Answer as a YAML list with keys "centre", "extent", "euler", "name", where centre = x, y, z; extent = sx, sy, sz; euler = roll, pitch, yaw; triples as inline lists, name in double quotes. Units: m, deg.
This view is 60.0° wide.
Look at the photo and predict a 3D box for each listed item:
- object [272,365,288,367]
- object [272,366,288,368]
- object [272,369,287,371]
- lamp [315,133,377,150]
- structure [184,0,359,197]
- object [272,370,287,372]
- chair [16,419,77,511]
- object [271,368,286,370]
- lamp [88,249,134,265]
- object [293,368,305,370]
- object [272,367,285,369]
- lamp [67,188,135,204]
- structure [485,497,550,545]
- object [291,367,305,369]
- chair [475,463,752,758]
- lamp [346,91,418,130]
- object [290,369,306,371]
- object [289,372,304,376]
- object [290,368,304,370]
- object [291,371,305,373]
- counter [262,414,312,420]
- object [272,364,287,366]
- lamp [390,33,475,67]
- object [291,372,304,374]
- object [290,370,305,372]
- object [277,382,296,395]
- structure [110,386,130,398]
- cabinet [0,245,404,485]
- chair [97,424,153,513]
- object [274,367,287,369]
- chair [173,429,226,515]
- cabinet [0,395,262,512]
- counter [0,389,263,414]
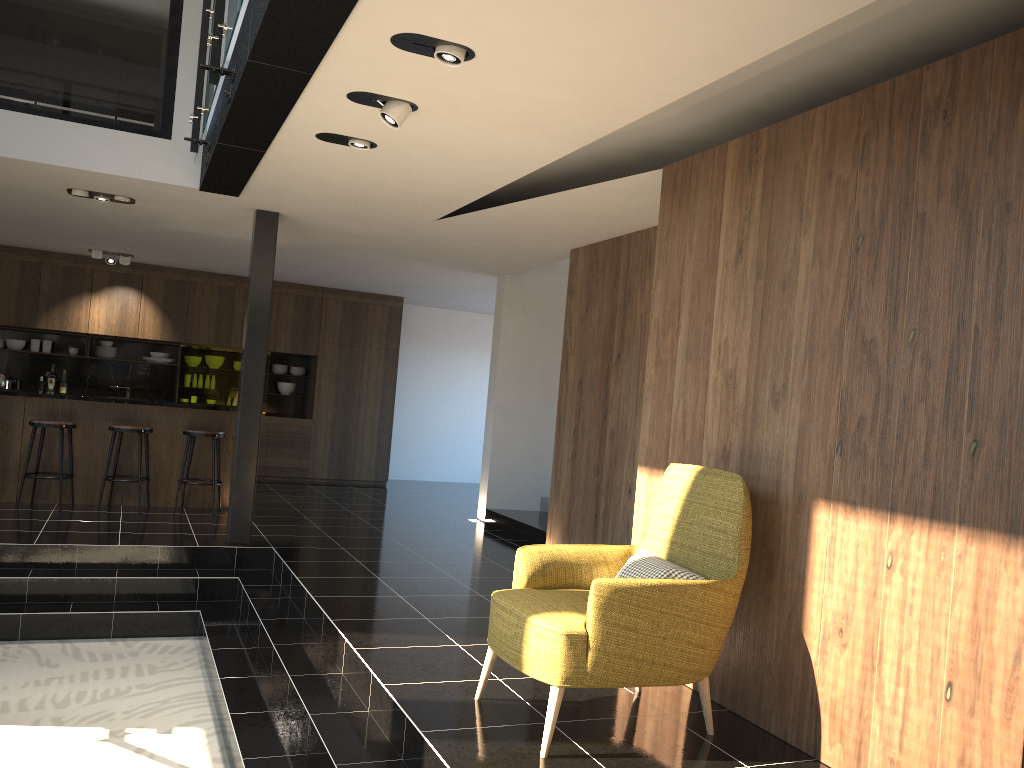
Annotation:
- centre: [-3.295, -0.243, 12.575]
  extent: [0.220, 0.033, 0.220]
  euler: [5, -1, -13]
  name: "object"
- centre: [-3.296, -0.230, 12.575]
  extent: [0.220, 0.033, 0.220]
  euler: [5, -1, -13]
  name: "object"
- centre: [-3.300, -0.186, 12.575]
  extent: [0.220, 0.033, 0.220]
  euler: [5, -1, -13]
  name: "object"
- centre: [-0.920, -1.415, 4.956]
  extent: [0.346, 0.158, 0.195]
  euler: [5, -1, -23]
  name: "lamp"
- centre: [-2.029, -0.287, 2.715]
  extent: [3.449, 4.867, 7.277]
  euler: [5, -1, -24]
  name: "structure"
- centre: [-3.301, -0.174, 12.575]
  extent: [0.220, 0.033, 0.220]
  euler: [5, -1, -13]
  name: "object"
- centre: [-4.244, 0.737, 8.136]
  extent: [0.412, 0.799, 0.412]
  euler: [5, -1, -14]
  name: "chair"
- centre: [-3.299, -0.197, 12.575]
  extent: [0.220, 0.033, 0.220]
  euler: [5, -1, -13]
  name: "object"
- centre: [-4.784, -1.572, 10.596]
  extent: [0.502, 0.280, 0.349]
  euler: [5, -1, -23]
  name: "lamp"
- centre: [-3.063, -0.208, 12.676]
  extent: [0.220, 0.033, 0.220]
  euler: [6, -2, -40]
  name: "object"
- centre: [-3.298, -0.209, 12.575]
  extent: [0.220, 0.033, 0.220]
  euler: [5, -1, -13]
  name: "object"
- centre: [-3.302, -1.567, 7.148]
  extent: [0.502, 0.194, 0.349]
  euler: [5, -1, -23]
  name: "lamp"
- centre: [2.040, 0.132, 6.948]
  extent: [1.965, 3.017, 6.660]
  euler: [5, -1, -23]
  name: "structure"
- centre: [-3.062, -0.221, 12.676]
  extent: [0.220, 0.033, 0.220]
  euler: [6, -2, -40]
  name: "object"
- centre: [0.449, 0.884, 3.811]
  extent: [1.031, 1.097, 0.807]
  euler: [5, -1, -24]
  name: "chair"
- centre: [-0.618, -1.361, 4.242]
  extent: [0.346, 0.247, 0.195]
  euler: [5, -1, -23]
  name: "lamp"
- centre: [-3.065, -0.187, 12.675]
  extent: [0.220, 0.033, 0.220]
  euler: [6, -2, -40]
  name: "object"
- centre: [-3.069, -0.139, 12.675]
  extent: [0.220, 0.033, 0.220]
  euler: [6, -2, -40]
  name: "object"
- centre: [-3.064, -0.198, 12.675]
  extent: [0.220, 0.033, 0.220]
  euler: [6, -2, -40]
  name: "object"
- centre: [-3.067, -0.164, 12.675]
  extent: [0.220, 0.033, 0.220]
  euler: [6, -2, -40]
  name: "object"
- centre: [-5.021, 0.284, 11.688]
  extent: [4.593, 0.005, 0.862]
  euler: [5, -1, -23]
  name: "counter"
- centre: [-3.294, -0.254, 12.575]
  extent: [0.220, 0.033, 0.220]
  euler: [5, -1, -13]
  name: "object"
- centre: [-0.310, -1.386, 3.531]
  extent: [0.346, 0.177, 0.195]
  euler: [5, -1, -23]
  name: "lamp"
- centre: [-3.068, -0.152, 12.675]
  extent: [0.220, 0.033, 0.220]
  euler: [6, -2, -40]
  name: "object"
- centre: [-3.066, -0.175, 12.675]
  extent: [0.220, 0.033, 0.220]
  euler: [6, -2, -40]
  name: "object"
- centre: [-3.214, 0.069, 12.629]
  extent: [0.264, 0.170, 0.264]
  euler: [4, -1, 41]
  name: "object"
- centre: [-5.090, 0.156, 11.502]
  extent: [0.243, 0.231, 0.173]
  euler: [5, -1, -23]
  name: "structure"
- centre: [-4.980, -0.200, 11.686]
  extent: [6.895, 2.690, 0.869]
  euler: [5, -1, -23]
  name: "cabinet"
- centre: [-3.639, 0.794, 8.397]
  extent: [0.412, 0.799, 0.412]
  euler: [5, -1, -14]
  name: "chair"
- centre: [-3.297, -0.220, 12.575]
  extent: [0.220, 0.033, 0.220]
  euler: [5, -1, -13]
  name: "object"
- centre: [-3.035, 0.851, 8.657]
  extent: [0.412, 0.799, 0.412]
  euler: [5, -1, -14]
  name: "chair"
- centre: [-4.334, 0.638, 8.579]
  extent: [3.565, 0.994, 0.698]
  euler: [5, -1, -23]
  name: "cabinet"
- centre: [-4.292, 0.121, 8.583]
  extent: [3.575, 0.041, 0.698]
  euler: [5, -1, -23]
  name: "counter"
